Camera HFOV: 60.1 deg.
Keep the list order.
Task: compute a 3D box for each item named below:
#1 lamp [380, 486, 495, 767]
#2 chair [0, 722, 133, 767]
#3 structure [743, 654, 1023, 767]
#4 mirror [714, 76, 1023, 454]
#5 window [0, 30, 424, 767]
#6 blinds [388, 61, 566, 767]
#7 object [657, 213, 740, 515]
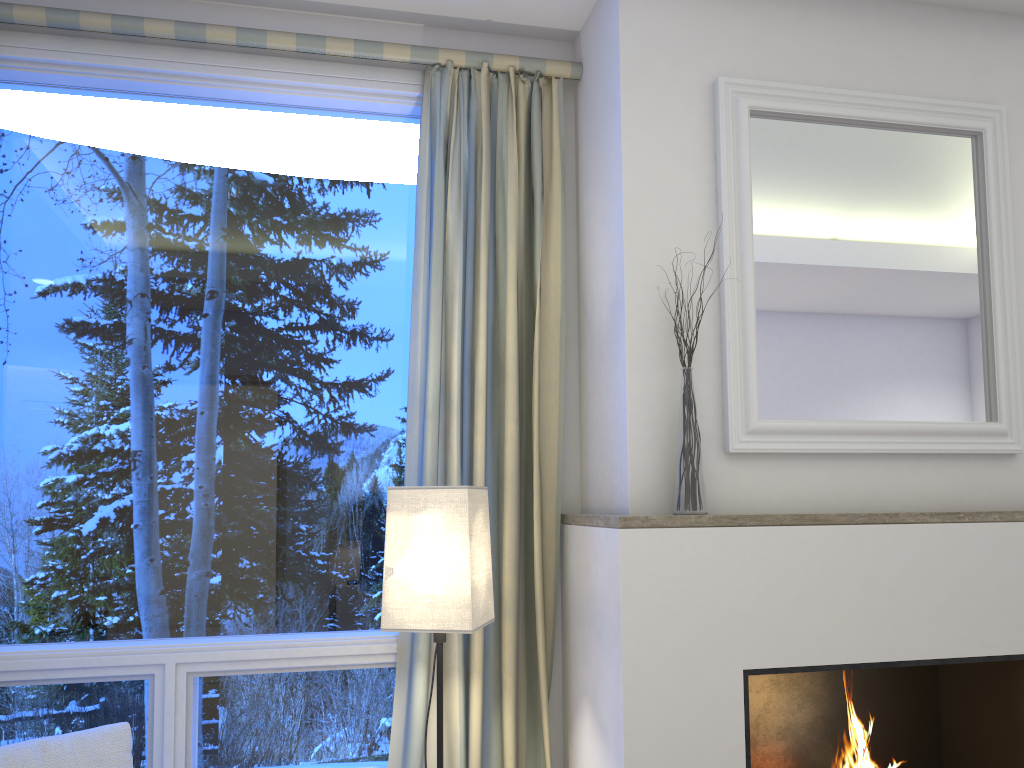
[{"bbox_3d":[-0.802,0.841,1.994,1.529,1.200,0.277,-1,-5,0],"label":"lamp"},{"bbox_3d":[-0.885,1.027,1.505,0.689,0.703,0.808,-6,-8,42],"label":"chair"},{"bbox_3d":[0.904,0.996,2.325,0.874,0.612,0.478,1,-6,-13],"label":"structure"},{"bbox_3d":[0.927,-0.292,2.272,0.840,0.936,0.039,1,-5,-13],"label":"mirror"},{"bbox_3d":[-0.786,0.137,2.357,1.513,2.018,0.207,1,-5,-13],"label":"window"},{"bbox_3d":[-0.076,0.288,2.283,0.660,2.357,0.229,0,-5,-8],"label":"blinds"},{"bbox_3d":[0.436,-0.042,2.063,0.193,0.690,0.190,-2,-5,15],"label":"object"}]
